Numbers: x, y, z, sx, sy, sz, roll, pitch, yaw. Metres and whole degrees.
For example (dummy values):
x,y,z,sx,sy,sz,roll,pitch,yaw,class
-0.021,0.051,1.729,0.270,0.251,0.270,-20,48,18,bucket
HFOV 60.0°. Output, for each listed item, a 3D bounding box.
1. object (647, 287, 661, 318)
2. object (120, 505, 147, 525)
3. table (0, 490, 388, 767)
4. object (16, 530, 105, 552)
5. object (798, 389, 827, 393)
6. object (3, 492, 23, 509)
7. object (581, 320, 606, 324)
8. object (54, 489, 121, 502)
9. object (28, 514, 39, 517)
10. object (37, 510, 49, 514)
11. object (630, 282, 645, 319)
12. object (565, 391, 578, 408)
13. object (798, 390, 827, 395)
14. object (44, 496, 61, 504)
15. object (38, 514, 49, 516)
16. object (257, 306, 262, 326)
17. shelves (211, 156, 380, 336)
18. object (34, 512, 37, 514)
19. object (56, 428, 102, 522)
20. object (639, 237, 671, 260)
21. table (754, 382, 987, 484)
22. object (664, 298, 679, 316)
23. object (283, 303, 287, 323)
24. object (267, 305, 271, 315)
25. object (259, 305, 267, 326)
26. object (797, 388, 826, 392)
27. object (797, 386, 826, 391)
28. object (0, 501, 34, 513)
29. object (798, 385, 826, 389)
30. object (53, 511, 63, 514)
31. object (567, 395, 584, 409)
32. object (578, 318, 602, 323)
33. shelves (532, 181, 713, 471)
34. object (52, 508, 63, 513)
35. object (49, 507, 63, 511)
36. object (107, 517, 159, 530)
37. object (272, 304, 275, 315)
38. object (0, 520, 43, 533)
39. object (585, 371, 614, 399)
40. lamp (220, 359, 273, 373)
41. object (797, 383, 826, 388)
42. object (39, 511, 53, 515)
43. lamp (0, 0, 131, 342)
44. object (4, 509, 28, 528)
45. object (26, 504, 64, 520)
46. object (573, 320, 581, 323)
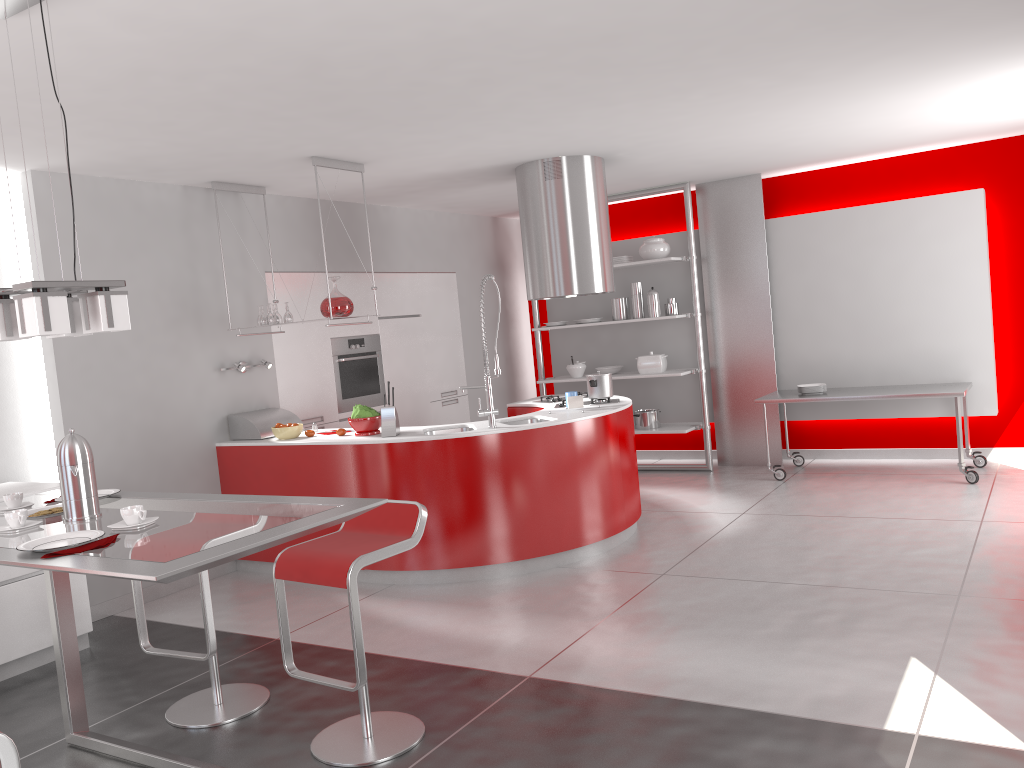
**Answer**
x,y,z,sx,sy,sz,roll,pitch,yaw,class
1.278,-0.739,7.997,0.115,0.274,0.115,-4,4,25,object
-1.096,0.383,2.567,0.062,0.049,0.078,-8,5,-35,object
-1.249,0.918,2.770,1.700,1.000,0.800,-3,4,32,table
-1.217,0.429,2.398,0.217,0.015,0.217,-8,4,-34,object
2.491,0.059,7.363,0.228,0.020,0.228,-5,4,14,object
-1.751,0.410,3.108,0.078,0.049,0.062,-3,4,31,object
0.745,-0.581,8.373,0.280,0.015,0.280,-7,4,-29,object
-1.524,0.406,3.189,0.217,0.015,0.217,-7,4,-22,object
-1.561,0.430,2.907,0.036,0.006,0.034,-5,4,11,object
-1.547,0.421,2.925,0.034,0.006,0.036,-7,4,-21,object
1.153,-0.763,8.129,0.109,0.329,0.110,-3,4,30,object
0.401,0.102,5.942,0.080,0.100,0.109,-5,4,5,object
2.492,0.069,7.364,0.228,0.020,0.228,-5,4,14,object
-1.638,0.414,3.267,0.095,0.012,0.234,-3,4,32,object
-1.525,0.427,2.891,0.034,0.006,0.036,-3,5,36,object
-1.693,-0.455,5.972,0.060,0.141,0.060,-3,4,32,object
-1.413,-0.863,5.791,0.934,1.023,0.462,-3,4,32,shelves
-1.564,0.427,2.949,0.036,0.006,0.034,-4,4,16,object
-1.383,0.281,2.803,0.149,0.287,0.113,-2,5,40,object
1.306,-1.236,8.120,0.287,0.222,0.287,-6,4,-14,object
2.898,0.395,7.204,1.627,0.682,0.749,-3,4,33,table
1.459,-0.705,8.111,0.127,0.157,0.127,-2,5,42,object
-1.507,-0.471,5.948,0.060,0.141,0.060,-3,4,32,object
-1.658,-0.464,6.050,0.060,0.141,0.060,-3,4,32,object
-1.649,-0.454,5.887,0.060,0.141,0.060,-5,4,9,object
2.490,0.049,7.362,0.228,0.020,0.228,-5,4,14,object
2.489,0.039,7.362,0.228,0.020,0.228,-5,4,14,object
-1.742,0.433,3.106,0.119,0.016,0.119,-8,5,-38,object
2.488,0.029,7.361,0.228,0.020,0.228,-5,4,14,object
-1.487,0.422,2.914,0.036,0.006,0.034,-8,5,-37,object
0.415,0.118,5.813,0.100,0.080,0.109,-5,4,2,object
0.744,-0.595,8.372,0.244,0.042,0.244,-4,4,16,object
0.968,-0.464,8.396,1.735,2.599,0.535,-3,4,32,shelves
-1.500,0.417,2.928,0.034,0.006,0.036,-8,4,-34,object
-1.525,0.417,2.962,0.034,0.006,0.036,-4,4,20,object
-1.098,0.407,2.574,0.119,0.016,0.119,-5,4,12,object
-1.602,-0.464,5.979,0.060,0.141,0.060,-3,4,32,object
-1.509,0.437,2.708,0.119,0.016,0.119,-3,4,29,object
0.616,0.003,6.226,0.189,0.185,0.218,-6,4,-6,object
-1.815,-0.122,6.142,0.155,0.081,0.454,-3,4,32,lamp
2.487,0.019,7.360,0.228,0.020,0.228,-5,4,14,object
-1.521,0.421,2.893,0.034,0.006,0.036,-2,5,44,object
-1.445,-0.656,2.697,0.304,1.025,0.304,-3,4,32,lamp
-1.509,0.413,2.700,0.062,0.049,0.078,-7,4,-18,object
-1.532,0.424,2.927,0.217,0.015,0.217,-7,4,-21,object
0.722,-0.611,8.661,0.244,0.042,0.244,-4,4,24,object
